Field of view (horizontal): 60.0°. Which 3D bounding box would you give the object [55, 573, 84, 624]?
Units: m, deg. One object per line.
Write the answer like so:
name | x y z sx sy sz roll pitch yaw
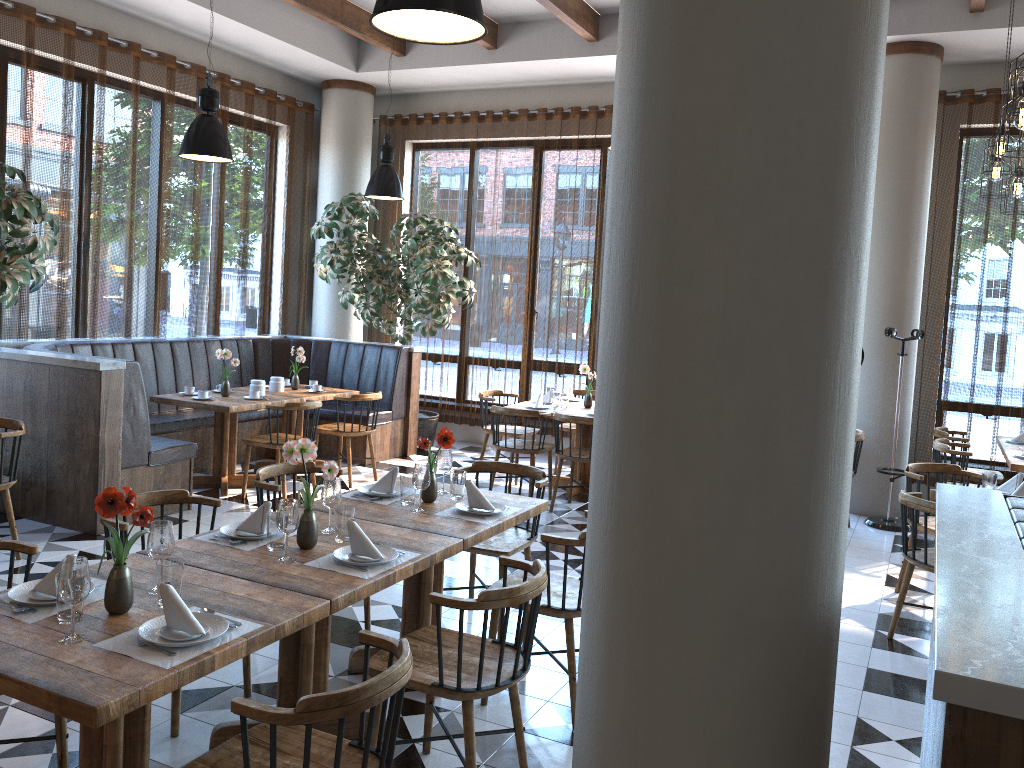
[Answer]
object | -1.229 0.595 2.465 0.080 0.132 0.080 7 5 40

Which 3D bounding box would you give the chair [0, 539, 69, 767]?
chair | -1.752 0.950 2.838 0.550 0.815 0.520 5 4 25

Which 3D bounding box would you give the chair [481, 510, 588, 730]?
chair | 0.195 0.964 3.827 0.550 0.815 0.520 5 4 25

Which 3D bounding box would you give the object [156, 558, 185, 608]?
object | -1.014 0.591 2.623 0.080 0.132 0.080 1 5 -34

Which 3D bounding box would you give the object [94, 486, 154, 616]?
object | -1.133 0.477 2.578 0.156 0.354 0.171 1 4 -27

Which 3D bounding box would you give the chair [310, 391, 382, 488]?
chair | -1.464 0.465 7.914 0.550 0.815 0.520 5 4 25

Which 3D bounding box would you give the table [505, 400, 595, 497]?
table | 0.663 0.597 8.082 1.216 0.762 1.217 6 6 29

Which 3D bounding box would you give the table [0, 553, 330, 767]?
table | -1.151 1.038 2.570 0.851 0.762 0.851 5 5 25

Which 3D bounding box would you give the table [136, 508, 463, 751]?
table | -0.781 0.983 3.339 0.851 0.762 0.851 5 5 25

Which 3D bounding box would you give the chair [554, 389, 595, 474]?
chair | 0.729 0.493 8.902 0.520 0.815 0.550 5 4 25

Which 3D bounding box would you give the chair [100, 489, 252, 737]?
chair | -1.376 0.895 3.619 0.550 0.815 0.520 5 4 25

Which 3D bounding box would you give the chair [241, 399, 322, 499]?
chair | -1.837 0.520 7.141 0.550 0.815 0.520 5 4 25

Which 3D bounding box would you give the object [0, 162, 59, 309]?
object | -3.873 -0.432 5.615 1.481 2.774 1.758 4 4 6

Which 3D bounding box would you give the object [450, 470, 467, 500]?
object | -0.258 0.480 4.192 0.080 0.132 0.080 1 5 -34

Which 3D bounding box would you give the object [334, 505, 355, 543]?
object | -0.644 0.537 3.391 0.080 0.132 0.080 1 5 -34

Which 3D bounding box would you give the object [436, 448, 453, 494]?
object | -0.331 0.422 4.309 0.081 0.215 0.081 3 4 -11

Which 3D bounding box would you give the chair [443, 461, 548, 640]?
chair | -0.116 0.862 4.679 0.520 0.815 0.550 5 4 25

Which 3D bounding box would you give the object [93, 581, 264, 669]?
object | -0.897 0.616 2.412 0.272 0.137 0.352 6 6 25

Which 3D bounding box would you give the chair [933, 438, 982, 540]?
chair | 3.472 0.865 6.737 0.550 0.815 0.520 5 4 25

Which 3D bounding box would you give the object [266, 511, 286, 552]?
object | -0.859 0.540 3.233 0.080 0.132 0.080 7 5 40

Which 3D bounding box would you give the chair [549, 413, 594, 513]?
chair | 0.597 0.645 7.290 0.520 0.815 0.550 5 4 25

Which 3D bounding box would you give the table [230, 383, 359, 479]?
table | -2.026 0.433 8.176 0.851 0.762 0.851 5 5 25

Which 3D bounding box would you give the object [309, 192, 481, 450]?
object | -1.324 -0.676 9.565 1.753 2.774 1.485 2 4 -16

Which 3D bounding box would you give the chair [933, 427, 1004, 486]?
chair | 3.838 0.811 7.497 0.550 0.815 0.520 5 4 25

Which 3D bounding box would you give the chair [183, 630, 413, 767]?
chair | -0.558 1.076 2.265 0.550 0.815 0.520 5 4 25

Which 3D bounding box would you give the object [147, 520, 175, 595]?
object | -1.087 0.534 2.739 0.081 0.215 0.081 4 4 17

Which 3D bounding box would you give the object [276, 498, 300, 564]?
object | -0.788 0.515 3.108 0.081 0.215 0.081 4 4 17

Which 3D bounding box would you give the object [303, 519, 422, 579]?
object | -0.527 0.562 3.180 0.272 0.137 0.352 6 6 25

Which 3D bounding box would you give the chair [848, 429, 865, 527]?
chair | 2.540 0.767 7.186 0.550 0.815 0.520 5 4 25

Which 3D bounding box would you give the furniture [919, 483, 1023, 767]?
furniture | 4.054 1.302 0.965 6.596 1.147 1.920 6 6 25

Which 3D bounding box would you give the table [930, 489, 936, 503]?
table | 2.933 1.044 4.882 0.864 0.762 0.867 2 5 -19

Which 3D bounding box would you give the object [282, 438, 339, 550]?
object | -0.754 0.405 3.295 0.206 0.399 0.147 2 4 -16

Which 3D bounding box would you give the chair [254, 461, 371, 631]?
chair | -1.000 0.839 4.400 0.550 0.815 0.520 5 4 25

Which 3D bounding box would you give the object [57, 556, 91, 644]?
object | -1.158 0.569 2.340 0.081 0.215 0.081 4 4 17

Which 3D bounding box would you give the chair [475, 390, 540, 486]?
chair | -0.057 0.495 8.431 0.550 0.815 0.520 5 4 25

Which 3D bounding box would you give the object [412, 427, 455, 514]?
object | -0.379 0.378 4.019 0.166 0.354 0.295 5 5 31

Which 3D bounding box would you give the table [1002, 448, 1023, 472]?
table | 4.052 0.953 6.452 0.851 0.762 0.851 5 5 25

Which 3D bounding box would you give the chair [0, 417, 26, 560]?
chair | -3.180 0.636 5.186 0.520 0.815 0.550 5 4 25

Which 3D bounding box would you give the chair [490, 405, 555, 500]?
chair | 0.078 0.591 7.538 0.520 0.815 0.550 5 4 25

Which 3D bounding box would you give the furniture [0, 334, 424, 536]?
furniture | -2.702 0.215 8.030 1.920 1.147 4.044 6 6 25

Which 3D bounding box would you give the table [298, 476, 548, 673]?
table | -0.411 0.929 4.107 0.851 0.762 0.851 5 5 25

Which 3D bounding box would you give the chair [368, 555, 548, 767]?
chair | -0.181 1.020 3.046 0.550 0.815 0.520 5 4 25

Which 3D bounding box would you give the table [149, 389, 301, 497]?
table | -2.396 0.488 7.407 0.851 0.762 0.851 5 5 25

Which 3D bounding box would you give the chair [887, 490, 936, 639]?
chair | 2.321 1.003 4.674 0.549 0.815 0.521 2 4 -19

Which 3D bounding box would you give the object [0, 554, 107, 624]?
object | -1.365 0.566 2.647 0.272 0.137 0.352 6 6 25

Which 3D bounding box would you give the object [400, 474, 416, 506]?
object | -0.473 0.483 4.035 0.080 0.132 0.080 1 4 -29

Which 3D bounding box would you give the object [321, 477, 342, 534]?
object | -0.717 0.479 3.507 0.081 0.215 0.081 3 4 -11

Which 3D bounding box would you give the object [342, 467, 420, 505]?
object | -0.610 0.455 4.216 0.272 0.137 0.352 6 6 25

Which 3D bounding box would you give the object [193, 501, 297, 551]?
object | -0.996 0.512 3.415 0.272 0.137 0.352 6 6 25

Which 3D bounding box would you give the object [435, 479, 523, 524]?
object | -0.141 0.505 3.982 0.272 0.137 0.352 6 6 25

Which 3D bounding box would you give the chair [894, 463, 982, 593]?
chair | 2.717 0.944 5.495 0.519 0.815 0.551 2 4 -19

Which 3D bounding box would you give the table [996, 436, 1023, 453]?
table | 4.423 0.898 7.223 0.851 0.762 0.851 5 5 25
